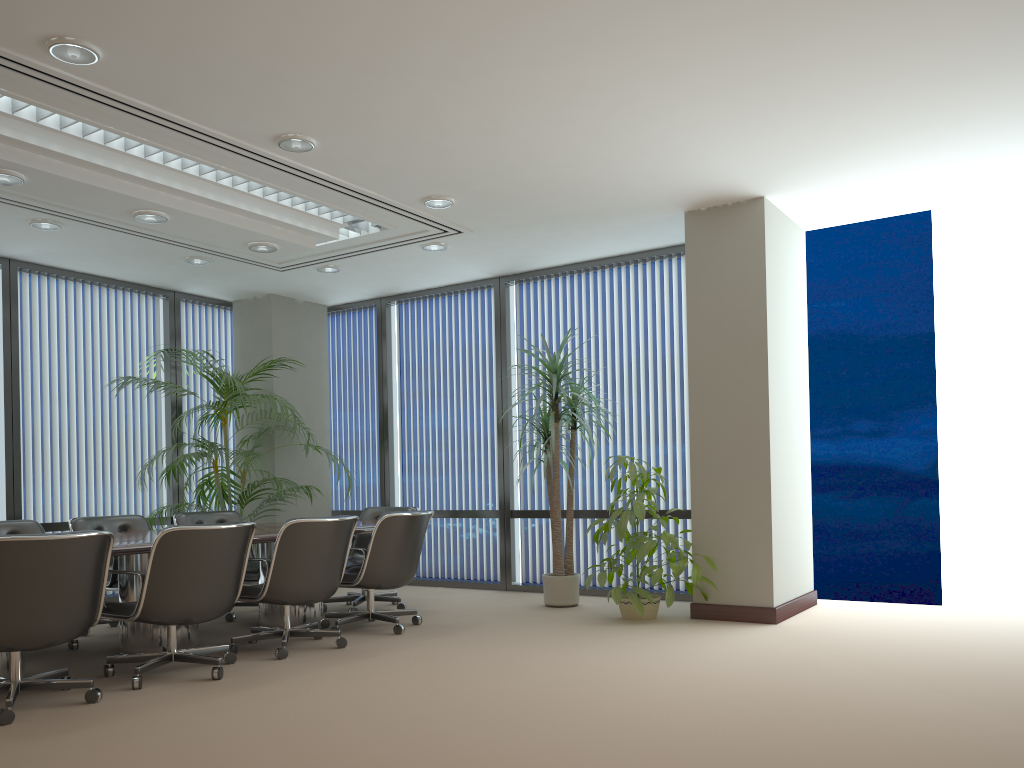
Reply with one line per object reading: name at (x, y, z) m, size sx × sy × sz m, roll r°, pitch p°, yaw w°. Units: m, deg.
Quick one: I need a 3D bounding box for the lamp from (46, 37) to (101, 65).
lamp at (-1.979, -1.496, 3.983) m, size 0.225 × 0.035 × 0.226 m, roll -4°, pitch -7°, yaw 23°

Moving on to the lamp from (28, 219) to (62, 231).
lamp at (-3.466, -1.176, 6.549) m, size 0.225 × 0.035 × 0.226 m, roll 3°, pitch -7°, yaw -33°

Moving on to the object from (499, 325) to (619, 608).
object at (0.403, 0.712, 7.387) m, size 1.017 × 2.309 × 1.034 m, roll -1°, pitch -1°, yaw 8°

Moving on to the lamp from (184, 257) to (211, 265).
lamp at (-2.736, -1.066, 7.668) m, size 0.225 × 0.035 × 0.226 m, roll 3°, pitch -7°, yaw -33°

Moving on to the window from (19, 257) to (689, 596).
window at (-2.134, 0.517, 8.460) m, size 7.369 × 2.906 × 3.550 m, roll 0°, pitch -4°, yaw -12°

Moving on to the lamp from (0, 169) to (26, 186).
lamp at (-2.898, -1.172, 5.022) m, size 0.225 × 0.035 × 0.226 m, roll 4°, pitch -8°, yaw -39°

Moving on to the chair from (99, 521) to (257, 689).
chair at (-1.889, 1.214, 4.991) m, size 0.854 × 0.857 × 0.760 m, roll -3°, pitch -4°, yaw 33°

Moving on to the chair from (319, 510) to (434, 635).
chair at (-1.009, 1.355, 6.414) m, size 0.854 × 0.857 × 0.736 m, roll -3°, pitch -3°, yaw 28°

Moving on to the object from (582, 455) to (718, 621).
object at (1.010, 1.188, 6.638) m, size 0.979 × 1.310 × 0.859 m, roll -1°, pitch -2°, yaw 4°

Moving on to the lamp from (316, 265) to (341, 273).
lamp at (-1.679, -1.044, 8.062) m, size 0.226 × 0.035 × 0.225 m, roll -7°, pitch -9°, yaw 43°

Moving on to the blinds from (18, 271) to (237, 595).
blinds at (-3.994, 0.504, 8.048) m, size 0.032 × 2.899 × 4.908 m, roll -1°, pitch -4°, yaw 33°

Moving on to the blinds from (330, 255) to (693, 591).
blinds at (-0.318, 0.509, 8.802) m, size 4.942 × 2.902 × 0.050 m, roll -4°, pitch -2°, yaw 33°

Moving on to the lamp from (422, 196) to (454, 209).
lamp at (-0.519, -1.276, 6.223) m, size 0.225 × 0.035 × 0.226 m, roll 3°, pitch -7°, yaw -33°

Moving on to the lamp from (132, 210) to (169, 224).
lamp at (-2.382, -1.094, 5.814) m, size 0.225 × 0.035 × 0.226 m, roll 3°, pitch -7°, yaw -33°

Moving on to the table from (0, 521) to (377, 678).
table at (-2.332, 1.370, 5.820) m, size 1.510 × 0.747 × 4.081 m, roll -5°, pitch -7°, yaw 33°

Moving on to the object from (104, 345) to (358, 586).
object at (-2.690, 0.798, 8.394) m, size 2.167 × 2.473 × 2.096 m, roll 1°, pitch -4°, yaw -36°

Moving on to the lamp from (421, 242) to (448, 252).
lamp at (-0.649, -1.142, 7.390) m, size 0.225 × 0.035 × 0.226 m, roll -4°, pitch -7°, yaw 23°

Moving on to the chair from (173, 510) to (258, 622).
chair at (-2.329, 1.483, 7.303) m, size 0.855 × 0.857 × 0.760 m, roll -4°, pitch -4°, yaw 38°

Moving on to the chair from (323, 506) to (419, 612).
chair at (-1.216, 1.478, 7.477) m, size 0.760 × 0.857 × 0.854 m, roll -3°, pitch -4°, yaw 33°

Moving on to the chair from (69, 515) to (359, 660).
chair at (-2.126, 1.350, 6.159) m, size 2.534 × 0.856 × 0.760 m, roll -5°, pitch -5°, yaw 33°

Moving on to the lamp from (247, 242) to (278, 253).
lamp at (-1.866, -1.017, 6.605) m, size 0.225 × 0.035 × 0.226 m, roll 3°, pitch -7°, yaw -33°

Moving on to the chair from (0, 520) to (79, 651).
chair at (-3.291, 1.347, 5.905) m, size 0.854 × 0.857 × 0.760 m, roll -3°, pitch -4°, yaw 33°

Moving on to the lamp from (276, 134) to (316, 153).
lamp at (-1.249, -1.386, 5.103) m, size 0.225 × 0.035 × 0.226 m, roll 3°, pitch -7°, yaw -33°

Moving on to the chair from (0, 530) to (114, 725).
chair at (-2.407, 1.145, 4.277) m, size 0.859 × 0.857 × 0.754 m, roll -4°, pitch -4°, yaw 37°
